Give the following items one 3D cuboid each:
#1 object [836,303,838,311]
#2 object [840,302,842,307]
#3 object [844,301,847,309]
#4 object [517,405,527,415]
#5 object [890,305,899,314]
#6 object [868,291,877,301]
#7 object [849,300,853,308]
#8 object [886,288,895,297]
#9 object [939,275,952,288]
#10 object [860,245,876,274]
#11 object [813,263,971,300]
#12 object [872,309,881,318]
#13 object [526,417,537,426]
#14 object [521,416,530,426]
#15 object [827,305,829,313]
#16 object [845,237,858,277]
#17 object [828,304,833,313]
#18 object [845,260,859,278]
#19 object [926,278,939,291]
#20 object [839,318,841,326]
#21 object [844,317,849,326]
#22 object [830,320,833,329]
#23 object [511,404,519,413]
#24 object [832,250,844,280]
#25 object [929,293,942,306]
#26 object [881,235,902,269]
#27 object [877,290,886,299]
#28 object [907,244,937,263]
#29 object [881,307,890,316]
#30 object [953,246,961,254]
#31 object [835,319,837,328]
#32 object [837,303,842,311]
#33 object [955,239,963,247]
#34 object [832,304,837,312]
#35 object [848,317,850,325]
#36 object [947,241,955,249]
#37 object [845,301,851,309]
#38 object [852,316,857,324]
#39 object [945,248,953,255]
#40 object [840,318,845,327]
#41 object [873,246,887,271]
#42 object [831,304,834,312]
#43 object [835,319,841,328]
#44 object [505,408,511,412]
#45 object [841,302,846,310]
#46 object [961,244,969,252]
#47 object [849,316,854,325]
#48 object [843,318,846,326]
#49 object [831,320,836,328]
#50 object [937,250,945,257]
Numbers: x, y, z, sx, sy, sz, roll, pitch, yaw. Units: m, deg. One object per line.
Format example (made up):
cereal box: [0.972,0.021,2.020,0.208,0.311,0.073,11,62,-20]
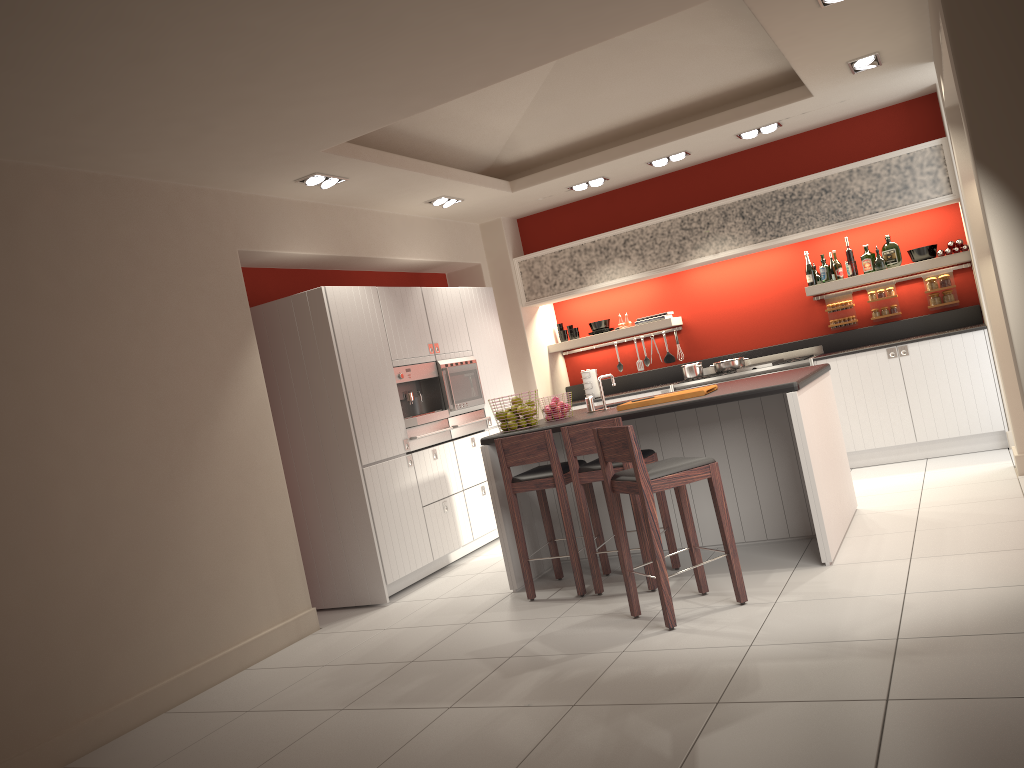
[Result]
object: [3.054,-0.722,8.320,0.034,0.078,0.034,-12,0,-42]
object: [3.090,-0.729,8.301,0.034,0.078,0.034,-12,0,-42]
object: [3.124,-0.736,8.283,0.034,0.078,0.034,-12,0,-42]
object: [0.065,0.174,5.831,0.067,0.068,0.067,-12,0,-11]
object: [3.486,-0.678,8.091,0.068,0.088,0.068,-12,0,-42]
object: [3.317,-0.807,8.162,0.068,0.088,0.068,-12,0,-42]
object: [3.158,-0.743,8.266,0.034,0.078,0.034,-12,0,-42]
object: [3.453,-0.835,8.091,0.068,0.088,0.068,-12,0,-42]
object: [3.849,-0.910,7.882,0.094,0.120,0.093,-12,0,-42]
object: [3.245,-1.136,8.071,0.071,0.260,0.112,-12,0,-34]
object: [3.469,-0.933,8.160,1.354,0.034,0.048,-12,0,27]
object: [3.350,-0.650,8.162,0.068,0.088,0.068,-12,0,-42]
object: [0.130,0.245,5.866,0.068,0.068,0.068,-12,0,38]
object: [0.097,0.244,5.947,0.084,0.079,0.086,-12,0,-18]
object: [2.986,-0.707,8.355,0.034,0.078,0.034,-12,0,-42]
object: [3.092,-1.158,8.090,0.062,0.366,0.210,-12,0,26]
object: [2.984,-0.707,8.313,0.034,0.078,0.034,-12,0,-42]
object: [3.126,-1.113,8.183,0.094,0.263,0.094,-12,0,-7]
object: [3.756,-0.891,7.930,0.094,0.120,0.093,-12,0,-42]
object: [3.085,-0.576,8.319,0.034,0.078,0.034,-12,0,-42]
object: [3.117,-0.583,8.259,0.034,0.078,0.034,-12,0,-42]
object: [3.017,-0.562,8.355,0.034,0.078,0.034,-12,0,-42]
object: [0.024,0.164,5.878,0.057,0.061,0.062,-12,0,42]
object: [2.999,-1.096,8.186,0.080,0.278,0.080,-12,0,30]
object: [3.784,-0.757,7.930,0.094,0.120,0.093,-12,0,-42]
object: [3.412,-1.192,7.993,0.057,0.303,0.186,-12,0,-33]
object: [3.385,-0.821,8.127,0.068,0.088,0.068,-12,0,-42]
object: [3.658,-1.152,7.884,0.251,0.121,0.251,-12,0,9]
object: [3.418,-0.664,8.126,0.068,0.088,0.068,-12,0,-42]
object: [3.861,-1.163,7.700,0.061,0.061,0.366,-12,0,27]
object: [3.051,-0.569,8.337,0.034,0.078,0.034,-12,0,-42]
object: [3.053,-0.721,8.277,0.034,0.078,0.034,-12,0,-42]
object: [3.868,-1.219,7.667,0.062,0.062,0.366,-12,0,27]
object: [3.018,-0.714,8.295,0.034,0.078,0.034,-12,0,-42]
object: [3.154,-0.591,8.283,0.034,0.078,0.034,-12,0,-42]
object: [3.823,-1.210,7.716,0.062,0.062,0.366,-12,0,27]
object: [3.121,-0.735,8.242,0.034,0.078,0.034,-12,0,-42]
object: [3.188,-0.598,8.265,0.034,0.078,0.034,-12,0,-42]
object: [3.797,-1.149,7.709,0.062,0.062,0.366,-12,0,27]
object: [3.083,-0.576,8.277,0.034,0.078,0.034,-12,0,-42]
object: [3.274,-1.125,7.916,0.113,0.226,0.113,-12,0,38]
object: [3.020,-0.714,8.337,0.034,0.078,0.034,-12,0,-42]
object: [3.049,-0.569,8.294,0.034,0.078,0.034,-12,0,-42]
object: [-0.020,0.192,5.941,0.057,0.061,0.062,-12,0,42]
object: [3.087,-0.728,8.259,0.034,0.078,0.034,-12,0,-42]
object: [3.907,-1.172,7.654,0.061,0.061,0.366,-12,0,27]
object: [3.151,-0.590,8.241,0.034,0.078,0.034,-12,0,-42]
object: [3.120,-0.584,8.301,0.034,0.078,0.034,-12,0,-42]
object: [3.015,-0.562,8.312,0.034,0.078,0.034,-12,0,-42]
object: [3.742,-1.138,7.738,0.062,0.062,0.366,-12,0,27]
